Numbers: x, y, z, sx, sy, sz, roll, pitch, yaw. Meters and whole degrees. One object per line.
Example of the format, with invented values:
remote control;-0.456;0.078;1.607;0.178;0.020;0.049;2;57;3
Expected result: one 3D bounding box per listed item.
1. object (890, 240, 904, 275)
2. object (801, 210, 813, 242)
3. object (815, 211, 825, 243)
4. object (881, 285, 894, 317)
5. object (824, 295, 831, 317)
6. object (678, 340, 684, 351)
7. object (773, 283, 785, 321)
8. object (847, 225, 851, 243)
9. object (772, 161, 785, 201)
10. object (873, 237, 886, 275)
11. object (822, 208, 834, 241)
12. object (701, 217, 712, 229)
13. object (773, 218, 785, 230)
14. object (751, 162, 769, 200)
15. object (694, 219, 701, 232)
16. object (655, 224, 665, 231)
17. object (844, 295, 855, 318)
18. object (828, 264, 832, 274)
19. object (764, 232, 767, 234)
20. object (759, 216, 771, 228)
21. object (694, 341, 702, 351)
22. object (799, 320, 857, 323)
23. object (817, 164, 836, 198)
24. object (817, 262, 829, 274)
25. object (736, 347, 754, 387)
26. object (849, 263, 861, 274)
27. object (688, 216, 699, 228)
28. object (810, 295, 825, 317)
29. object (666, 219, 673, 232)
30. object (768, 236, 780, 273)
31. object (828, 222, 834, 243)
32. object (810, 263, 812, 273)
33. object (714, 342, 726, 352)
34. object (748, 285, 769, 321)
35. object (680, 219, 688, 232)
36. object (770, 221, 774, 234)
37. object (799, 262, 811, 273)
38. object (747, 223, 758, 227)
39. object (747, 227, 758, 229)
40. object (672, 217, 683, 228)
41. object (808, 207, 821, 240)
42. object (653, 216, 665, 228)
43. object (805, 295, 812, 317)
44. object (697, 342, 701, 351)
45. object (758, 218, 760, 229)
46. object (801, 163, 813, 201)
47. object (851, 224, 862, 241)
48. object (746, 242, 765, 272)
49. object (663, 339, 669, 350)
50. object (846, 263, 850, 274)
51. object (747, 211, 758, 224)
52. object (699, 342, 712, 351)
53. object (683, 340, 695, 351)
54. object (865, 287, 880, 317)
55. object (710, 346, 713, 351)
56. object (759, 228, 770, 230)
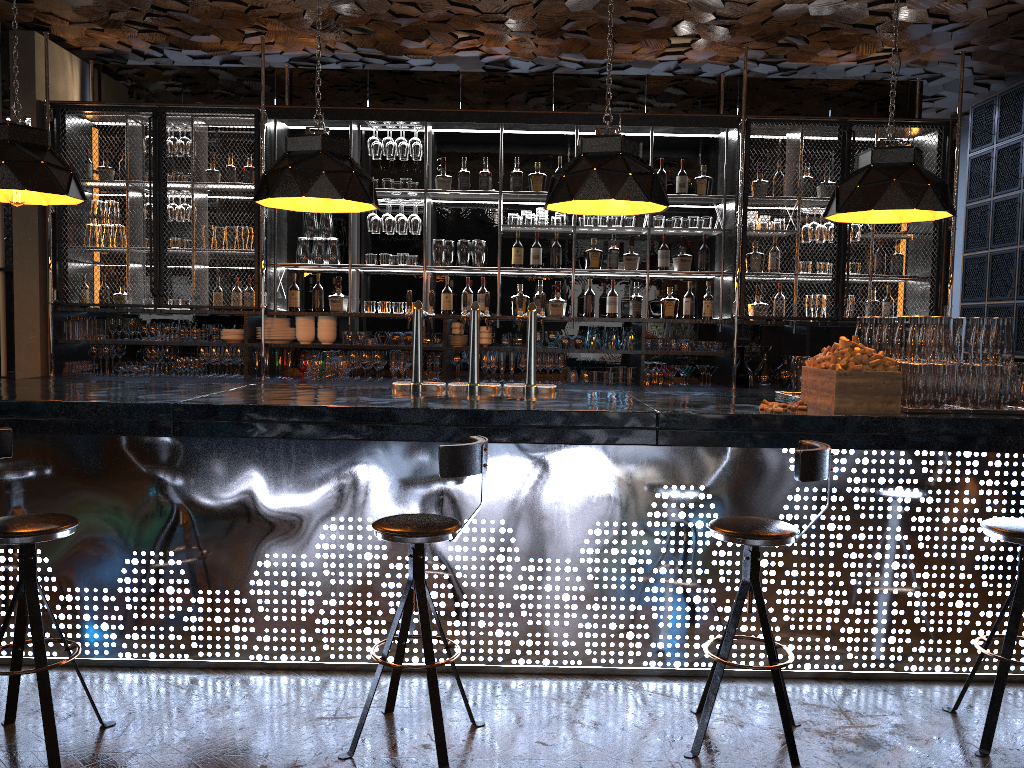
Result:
object;2.987;-0.973;6.874;0.083;0.282;0.083;2;4;10
object;2.305;-1.233;6.927;0.092;0.244;0.092;1;4;-6
object;2.415;-1.231;6.927;0.092;0.244;0.092;1;4;-6
object;2.929;-0.619;6.911;0.086;0.298;0.086;-2;5;-41
object;2.465;-0.581;6.870;0.105;0.209;0.105;0;4;-15
object;1.322;-0.297;6.813;0.084;0.082;0.084;2;4;6
object;2.079;-0.636;6.896;0.086;0.299;0.086;-2;5;-41
object;2.617;-1.227;6.929;0.092;0.244;0.092;1;4;-6
object;2.055;-1.568;6.832;0.086;0.297;0.086;-2;5;-41
object;2.851;-0.984;6.876;0.086;0.299;0.086;-2;5;-41
object;2.415;-1.219;6.763;0.092;0.244;0.092;1;4;-6
object;1.487;-1.228;6.786;0.089;0.092;0.089;0;4;-15
object;2.048;-1.217;6.789;0.089;0.092;0.089;-2;5;-40
object;1.905;-1.559;6.816;0.123;0.279;0.123;2;4;8
object;1.463;-1.240;6.950;0.089;0.092;0.089;4;5;39
object;1.149;-1.244;6.926;0.089;0.092;0.089;5;5;44
object;2.574;-0.575;6.812;0.105;0.209;0.105;0;4;-15
object;2.467;-0.896;6.962;0.089;0.092;0.089;-1;4;-25
object;1.969;-1.230;6.958;0.089;0.092;0.089;-2;5;-40
object;1.938;-1.240;6.799;0.089;0.092;0.089;3;4;25
object;1.476;-0.298;6.950;0.088;0.070;0.098;0;4;-16
object;2.459;-0.485;6.850;0.437;0.019;0.273;1;4;0
object;2.424;-1.552;6.833;0.123;0.279;0.123;1;4;3
object;2.397;-0.889;6.850;0.089;0.092;0.089;1;4;0
object;1.774;-0.133;6.840;0.186;0.307;0.186;1;4;5
object;2.640;-0.884;6.836;0.089;0.092;0.089;0;4;-16
object;1.386;-1.230;6.780;0.089;0.092;0.089;4;5;39
object;2.345;-0.579;6.807;0.105;0.209;0.105;0;4;-15
object;1.248;-1.245;6.961;0.089;0.092;0.089;0;4;-15
object;2.037;-0.999;6.882;0.086;0.298;0.086;-2;5;-41
object;2.514;-1.229;6.928;0.092;0.244;0.092;1;4;-6
object;2.282;-0.894;6.893;0.089;0.092;0.089;-1;5;-33
object;1.574;-0.279;6.704;0.088;0.070;0.098;2;4;10
object;1.909;-0.627;6.879;0.123;0.279;0.123;0;4;-11
object;1.353;-1.241;6.937;0.089;0.092;0.089;0;4;-15
object;2.070;-1.228;6.952;0.089;0.092;0.089;3;4;25
object;2.245;-0.888;6.792;0.089;0.092;0.089;0;4;-16
object;1.833;-1.243;6.774;0.089;0.092;0.089;3;4;25
object;1.833;-1.221;6.776;0.089;0.092;0.089;3;4;25
object;1.270;-1.234;6.817;0.089;0.092;0.089;1;4;-1
object;2.305;-1.221;6.762;0.092;0.244;0.092;1;4;-6
object;1.126;-1.235;6.787;0.089;0.092;0.089;0;4;-15
object;2.337;-0.587;6.922;0.105;0.209;0.105;0;4;-15
object;1.474;-0.291;6.850;0.088;0.070;0.098;3;4;23
object;1.970;-1.250;6.957;0.089;0.092;0.089;0;4;-15
object;2.268;-1.557;6.831;0.083;0.282;0.083;1;4;0
object;2.618;-1.216;6.764;0.092;0.244;0.092;1;4;-6
object;1.882;-0.976;6.868;0.151;0.248;0.094;2;4;9
object;1.218;-0.305;6.908;0.084;0.082;0.084;1;4;-3
object;2.541;-0.882;6.790;0.089;0.092;0.089;0;4;-16
object;1.834;-1.269;6.772;0.089;0.092;0.089;3;4;25
object;1.473;-0.284;6.753;0.088;0.070;0.098;4;5;35
object;1.340;-0.290;6.715;0.084;0.082;0.084;0;4;-18
object;2.803;-0.614;6.897;0.083;0.282;0.083;0;4;-15
object;1.571;-0.293;6.904;0.098;0.070;0.088;-3;5;-44
object;1.938;-1.220;6.801;0.089;0.092;0.089;3;4;25
